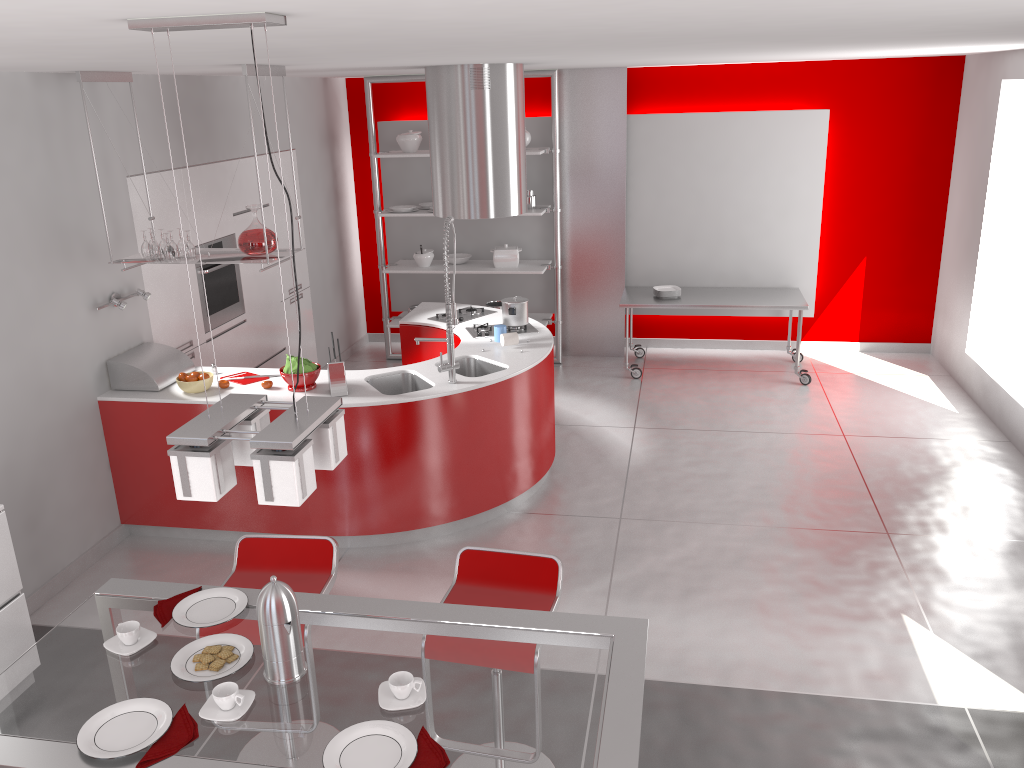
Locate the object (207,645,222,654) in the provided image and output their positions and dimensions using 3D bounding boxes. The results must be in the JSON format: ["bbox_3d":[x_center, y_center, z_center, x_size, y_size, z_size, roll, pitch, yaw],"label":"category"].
[{"bbox_3d":[-0.813,0.727,2.427,0.034,0.006,0.036,-2,18,0],"label":"object"}]

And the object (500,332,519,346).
[{"bbox_3d":[-0.021,-0.288,5.640,0.100,0.080,0.109,-8,19,-18],"label":"object"}]

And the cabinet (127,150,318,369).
[{"bbox_3d":[-2.296,-0.630,6.670,0.614,2.026,2.398,2,19,11],"label":"cabinet"}]

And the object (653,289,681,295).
[{"bbox_3d":[1.358,-0.809,7.769,0.228,0.020,0.228,-4,18,-7],"label":"object"}]

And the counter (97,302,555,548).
[{"bbox_3d":[-0.886,0.258,5.671,1.868,0.880,2.865,16,25,42],"label":"counter"}]

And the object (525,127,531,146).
[{"bbox_3d":[0.024,-2.160,7.749,0.287,0.222,0.287,-14,22,-33],"label":"object"}]

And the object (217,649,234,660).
[{"bbox_3d":[-0.778,0.733,2.405,0.036,0.006,0.034,10,22,33],"label":"object"}]

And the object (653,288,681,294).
[{"bbox_3d":[1.358,-0.819,7.766,0.228,0.020,0.228,-4,18,-7],"label":"object"}]

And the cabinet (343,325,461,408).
[{"bbox_3d":[-1.144,0.207,5.750,1.875,0.761,1.025,-14,22,-32],"label":"cabinet"}]

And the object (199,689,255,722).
[{"bbox_3d":[-0.707,0.801,2.207,0.119,0.016,0.119,1,18,8],"label":"object"}]

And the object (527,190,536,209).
[{"bbox_3d":[0.153,-1.648,7.914,0.127,0.157,0.127,5,20,20],"label":"object"}]

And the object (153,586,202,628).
[{"bbox_3d":[-1.028,0.662,2.662,0.095,0.012,0.234,2,19,11],"label":"object"}]

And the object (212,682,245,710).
[{"bbox_3d":[-0.703,0.780,2.194,0.062,0.049,0.078,-16,23,-37],"label":"object"}]

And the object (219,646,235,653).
[{"bbox_3d":[-0.784,0.729,2.435,0.036,0.006,0.034,1,19,10],"label":"object"}]

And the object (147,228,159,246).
[{"bbox_3d":[-2.019,-0.804,4.983,0.060,0.141,0.060,2,19,11],"label":"object"}]

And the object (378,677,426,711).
[{"bbox_3d":[-0.275,0.781,2.226,0.119,0.016,0.119,-5,19,-8],"label":"object"}]

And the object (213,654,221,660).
[{"bbox_3d":[-0.801,0.740,2.404,0.036,0.006,0.034,8,21,27],"label":"object"}]

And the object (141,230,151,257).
[{"bbox_3d":[-2.024,-0.777,4.901,0.060,0.141,0.060,2,19,11],"label":"object"}]

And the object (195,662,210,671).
[{"bbox_3d":[-0.827,0.753,2.367,0.036,0.006,0.034,-5,19,-9],"label":"object"}]

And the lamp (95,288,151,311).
[{"bbox_3d":[-2.211,-0.483,5.085,0.155,0.081,0.454,2,19,11],"label":"lamp"}]

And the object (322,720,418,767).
[{"bbox_3d":[-0.323,0.847,2.028,0.217,0.015,0.217,11,22,33],"label":"object"}]

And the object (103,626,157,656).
[{"bbox_3d":[-1.067,0.722,2.483,0.119,0.016,0.119,9,21,29],"label":"object"}]

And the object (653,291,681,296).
[{"bbox_3d":[1.358,-0.800,7.773,0.228,0.020,0.228,-4,18,-7],"label":"object"}]

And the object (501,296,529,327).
[{"bbox_3d":[0.022,-0.501,6.061,0.189,0.185,0.218,-11,20,-25],"label":"object"}]

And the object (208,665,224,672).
[{"bbox_3d":[-0.788,0.753,2.365,0.034,0.006,0.036,3,19,15],"label":"object"}]

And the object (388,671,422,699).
[{"bbox_3d":[-0.270,0.759,2.214,0.078,0.049,0.062,10,22,32],"label":"object"}]

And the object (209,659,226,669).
[{"bbox_3d":[-0.785,0.746,2.366,0.034,0.006,0.036,6,20,22],"label":"object"}]

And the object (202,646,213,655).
[{"bbox_3d":[-0.830,0.731,2.436,0.036,0.006,0.034,2,19,11],"label":"object"}]

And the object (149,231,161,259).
[{"bbox_3d":[-1.953,-0.759,4.840,0.060,0.141,0.060,-6,19,-11],"label":"object"}]

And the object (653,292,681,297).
[{"bbox_3d":[1.358,-0.790,7.776,0.228,0.020,0.228,-4,18,-7],"label":"object"}]

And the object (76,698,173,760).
[{"bbox_3d":[-0.930,0.832,2.136,0.217,0.015,0.217,-6,19,-12],"label":"object"}]

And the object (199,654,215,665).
[{"bbox_3d":[-0.820,0.740,2.387,0.034,0.006,0.036,-18,24,-39],"label":"object"}]

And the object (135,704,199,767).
[{"bbox_3d":[-0.794,0.838,2.108,0.095,0.012,0.234,1,19,9],"label":"object"}]

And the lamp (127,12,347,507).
[{"bbox_3d":[-0.607,-0.265,1.976,0.304,1.025,0.304,2,19,11],"label":"lamp"}]

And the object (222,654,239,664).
[{"bbox_3d":[-0.761,0.741,2.398,0.034,0.006,0.036,9,21,31],"label":"object"}]

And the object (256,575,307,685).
[{"bbox_3d":[-0.618,0.622,2.303,0.149,0.287,0.113,4,19,18],"label":"object"}]

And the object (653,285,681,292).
[{"bbox_3d":[1.357,-0.829,7.763,0.228,0.020,0.228,-4,18,-7],"label":"object"}]

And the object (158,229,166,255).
[{"bbox_3d":[-1.942,-0.792,4.938,0.060,0.141,0.060,2,19,11],"label":"object"}]

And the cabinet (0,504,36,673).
[{"bbox_3d":[-2.555,1.190,3.023,0.610,0.880,1.802,2,19,11],"label":"cabinet"}]

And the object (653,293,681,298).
[{"bbox_3d":[1.359,-0.780,7.779,0.228,0.020,0.228,-4,18,-7],"label":"object"}]

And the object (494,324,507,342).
[{"bbox_3d":[-0.080,-0.331,5.748,0.080,0.100,0.109,-7,19,-15],"label":"object"}]

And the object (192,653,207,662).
[{"bbox_3d":[-0.846,0.742,2.404,0.036,0.006,0.034,-3,18,-5],"label":"object"}]

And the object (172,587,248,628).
[{"bbox_3d":[-0.893,0.667,2.631,0.217,0.015,0.217,-18,24,-40],"label":"object"}]

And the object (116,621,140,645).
[{"bbox_3d":[-1.076,0.699,2.477,0.078,0.049,0.062,2,19,10],"label":"object"}]

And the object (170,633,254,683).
[{"bbox_3d":[-0.807,0.742,2.394,0.217,0.015,0.217,-17,24,-39],"label":"object"}]

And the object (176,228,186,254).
[{"bbox_3d":[-1.841,-0.797,4.943,0.060,0.141,0.060,2,19,11],"label":"object"}]
